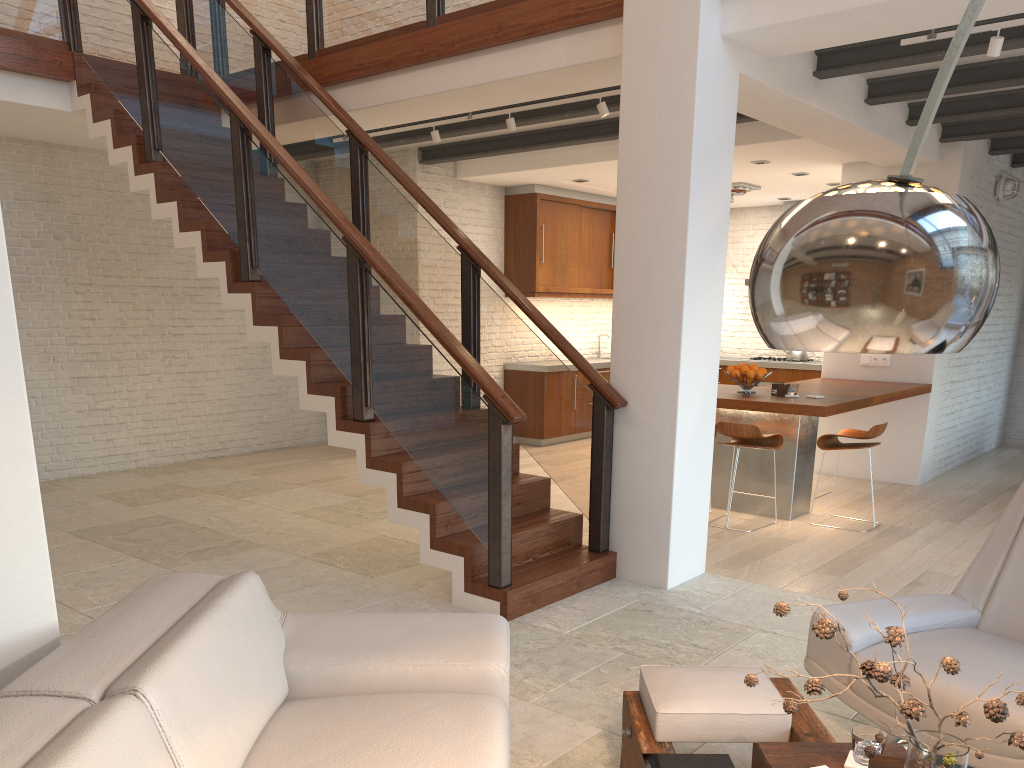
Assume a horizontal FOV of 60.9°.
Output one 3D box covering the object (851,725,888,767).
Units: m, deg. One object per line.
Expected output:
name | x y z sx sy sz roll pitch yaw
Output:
object | 0.934 0.953 2.288 0.091 0.088 0.088 0 10 -1

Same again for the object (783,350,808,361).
object | 3.522 -0.437 10.754 0.261 0.285 0.255 -5 12 -28

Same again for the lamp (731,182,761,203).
lamp | 2.355 -2.029 9.344 0.444 0.176 0.442 6 8 40

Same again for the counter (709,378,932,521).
counter | 2.267 0.490 7.431 1.661 0.952 2.451 7 9 40

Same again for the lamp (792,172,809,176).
lamp | 2.788 -2.045 8.419 0.122 0.057 0.121 6 9 40

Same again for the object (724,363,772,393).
object | 1.832 -0.046 6.776 0.366 0.230 0.351 1 8 5

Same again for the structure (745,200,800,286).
structure | 3.454 -1.719 10.699 0.971 1.028 0.447 9 15 38

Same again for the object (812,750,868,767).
object | 0.868 0.994 2.247 0.271 0.036 0.241 2 5 12

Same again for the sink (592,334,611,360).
sink | 1.463 -0.428 11.321 0.509 0.444 0.842 8 10 40

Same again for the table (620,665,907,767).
table | 1.163 1.223 1.894 1.970 0.444 2.135 1 5 1

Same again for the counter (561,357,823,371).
counter | 2.328 -0.190 10.186 3.473 0.072 3.273 5 7 40

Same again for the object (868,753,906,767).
object | 0.939 0.979 2.151 0.094 0.085 0.111 2 9 12

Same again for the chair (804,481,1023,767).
chair | 1.717 0.842 2.966 0.962 1.053 1.001 -6 12 -33

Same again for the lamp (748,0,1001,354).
lamp | 0.690 0.357 0.515 0.319 2.433 1.960 -3 11 -14

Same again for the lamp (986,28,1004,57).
lamp | 2.345 -1.646 4.227 0.059 0.133 0.083 3 12 10

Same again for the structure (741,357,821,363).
structure | 3.395 -0.306 11.019 0.800 0.033 0.579 5 7 39

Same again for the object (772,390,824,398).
object | 2.110 0.076 6.515 0.389 0.036 0.195 5 7 43

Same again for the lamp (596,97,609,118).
lamp | 0.589 -1.785 5.639 0.087 0.134 0.057 0 13 0

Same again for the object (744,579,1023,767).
object | 0.777 0.731 1.889 0.541 0.629 0.305 2 13 10

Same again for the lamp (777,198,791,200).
lamp | 3.221 -2.209 10.312 0.122 0.057 0.121 6 9 40

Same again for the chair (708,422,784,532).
chair | 1.695 0.654 6.402 0.398 0.803 0.413 11 16 39

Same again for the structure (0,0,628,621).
structure | 0.692 -1.008 5.350 10.010 4.288 13.604 6 8 40

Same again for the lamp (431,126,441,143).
lamp | -0.575 -1.878 6.587 0.059 0.133 0.084 12 17 41

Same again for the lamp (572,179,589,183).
lamp | 0.709 -2.111 8.974 0.122 0.057 0.121 6 9 40

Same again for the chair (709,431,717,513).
chair | 1.283 0.622 6.735 0.398 0.803 0.413 11 16 39

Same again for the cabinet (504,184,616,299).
cabinet | 1.164 -1.653 10.771 0.453 1.205 3.281 12 12 40

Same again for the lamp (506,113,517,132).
lamp | -0.005 -1.833 6.127 0.059 0.133 0.084 12 17 41

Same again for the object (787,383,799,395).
object | 2.086 0.041 6.483 0.090 0.088 0.089 -6 12 -34

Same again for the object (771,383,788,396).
object | 2.039 0.042 6.620 0.094 0.085 0.111 0 9 -5

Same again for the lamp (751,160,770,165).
lamp | 2.214 -1.991 7.758 0.122 0.057 0.121 6 9 40

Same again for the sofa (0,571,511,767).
sofa | -0.573 1.034 1.972 1.144 0.781 2.255 0 6 0

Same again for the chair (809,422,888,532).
chair | 2.506 0.659 6.425 0.415 0.803 0.395 11 16 39

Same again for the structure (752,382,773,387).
structure | 3.344 0.257 11.111 0.659 0.598 0.490 8 13 39

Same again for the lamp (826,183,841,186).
lamp | 3.361 -2.099 9.078 0.122 0.057 0.121 6 9 40

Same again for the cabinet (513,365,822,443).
cabinet | 2.356 -0.761 10.488 4.779 2.939 2.185 1 11 4
